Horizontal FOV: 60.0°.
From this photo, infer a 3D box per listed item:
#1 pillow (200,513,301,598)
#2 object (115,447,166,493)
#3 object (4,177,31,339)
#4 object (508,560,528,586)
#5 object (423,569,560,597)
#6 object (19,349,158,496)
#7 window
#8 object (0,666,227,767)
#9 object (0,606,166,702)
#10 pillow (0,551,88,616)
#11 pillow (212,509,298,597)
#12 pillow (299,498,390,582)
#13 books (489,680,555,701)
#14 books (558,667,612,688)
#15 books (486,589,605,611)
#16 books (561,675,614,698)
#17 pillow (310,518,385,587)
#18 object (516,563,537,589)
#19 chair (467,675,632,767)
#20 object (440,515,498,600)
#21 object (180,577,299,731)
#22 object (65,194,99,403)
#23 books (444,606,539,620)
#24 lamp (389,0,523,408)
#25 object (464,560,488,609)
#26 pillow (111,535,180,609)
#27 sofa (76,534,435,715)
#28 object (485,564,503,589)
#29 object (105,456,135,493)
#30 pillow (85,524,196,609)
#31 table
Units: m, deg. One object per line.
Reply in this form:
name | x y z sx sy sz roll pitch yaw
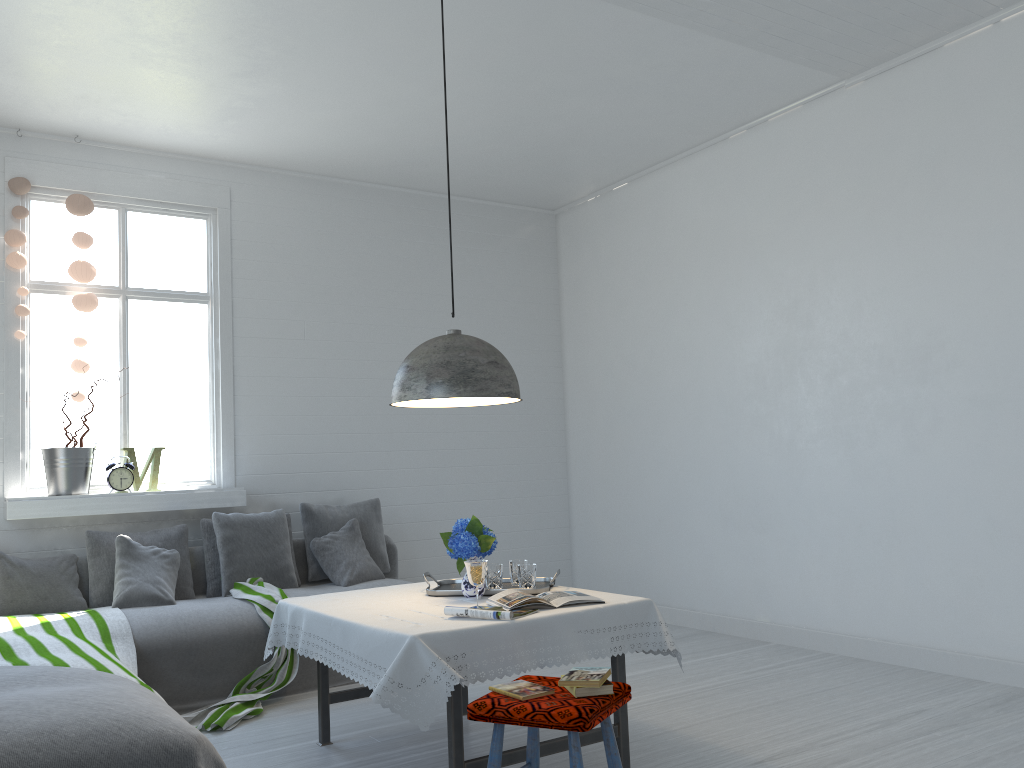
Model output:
pillow | -1.808 1.175 6.138 0.641 0.520 0.281 1 -6 -33
object | -2.564 0.594 6.121 0.330 0.311 0.052 2 -6 -43
object | -3.262 -0.836 5.856 0.150 1.087 0.153 -5 -5 32
object | 0.032 0.913 4.291 0.095 0.119 0.096 -2 -5 -9
object | -0.095 0.934 4.214 0.651 0.092 0.399 -3 -5 9
object | -2.720 0.239 5.661 0.848 0.935 0.635 -4 -5 14
window | -2.656 -0.319 6.136 1.482 2.395 0.379 1 -5 -33
object | -1.619 1.252 3.004 1.684 0.923 1.214 -3 -5 7
object | -2.124 1.430 3.965 1.044 0.473 3.168 1 -6 -33
pillow | -2.880 1.218 5.422 0.495 0.438 0.280 1 -5 -31
pillow | -1.740 1.142 6.012 0.509 0.572 0.296 1 -6 -33
pillow | -1.220 1.134 6.514 0.639 0.560 0.279 1 -5 -33
books | 0.031 0.994 2.882 0.133 0.012 0.189 1 -7 -35
books | 0.239 0.950 2.881 0.133 0.022 0.189 -4 -6 18
books | 0.134 0.893 3.712 0.422 0.049 0.300 -1 -6 -18
books | 0.243 0.976 2.882 0.128 0.030 0.182 -1 -5 -11
pillow | -1.149 1.190 6.243 0.417 0.462 0.380 -7 -6 42
object | 0.069 0.894 4.104 0.095 0.119 0.096 -2 -5 -9
chair | 0.139 1.280 2.868 0.419 0.562 0.419 -5 -5 27
object | -0.191 0.774 3.970 0.265 0.376 0.236 0 -5 -31
object | -1.583 1.437 5.328 0.622 0.832 1.583 -2 -5 -9
object | -2.912 -0.587 6.001 0.200 1.424 0.197 -3 -4 7
books | -0.079 0.887 3.487 0.300 0.043 0.229 -6 -6 31
lamp | -0.293 -0.932 4.073 0.601 2.041 0.601 -5 -5 27
object | -0.142 0.812 3.584 0.098 0.191 0.098 -1 -5 -13
pillow | -2.271 1.168 5.511 0.380 0.462 0.417 -1 -5 -18
sofa | -1.434 1.389 4.614 3.408 0.897 3.399 1 -6 -33
object | -0.085 0.905 4.154 0.096 0.119 0.096 -6 -6 41
object | -2.621 0.608 5.932 0.182 0.250 0.075 1 -5 -33
pillow | -2.399 1.190 5.737 0.639 0.521 0.279 1 -6 -34
table | -0.244 1.314 3.943 1.327 0.724 1.673 1 -6 -32
